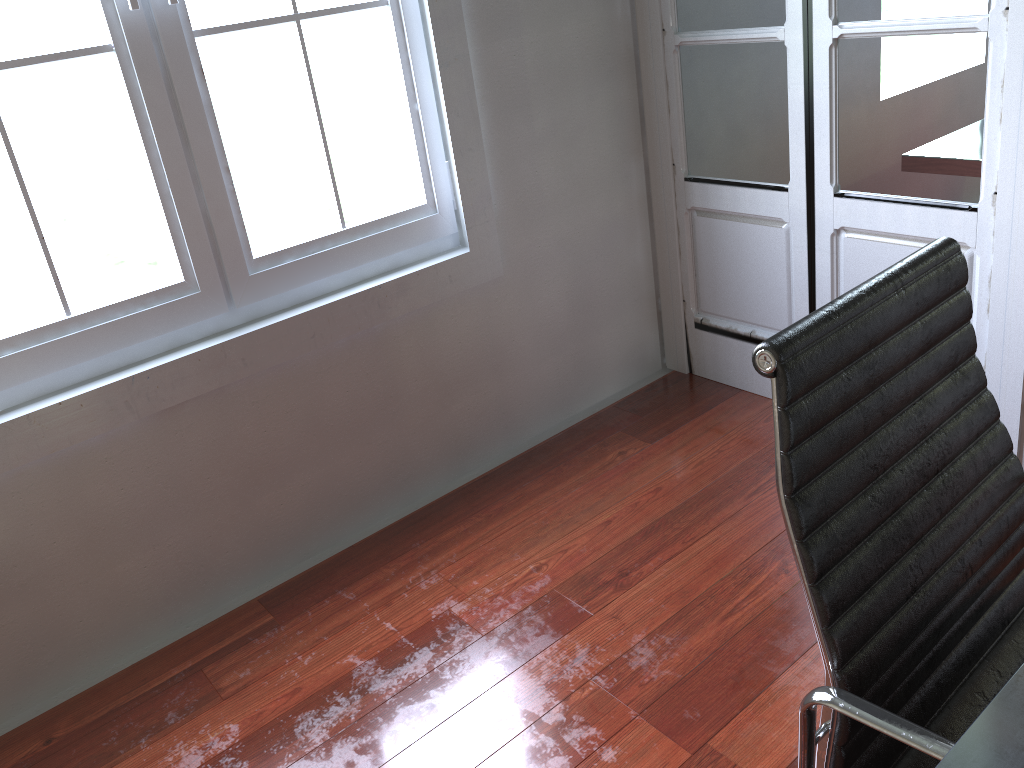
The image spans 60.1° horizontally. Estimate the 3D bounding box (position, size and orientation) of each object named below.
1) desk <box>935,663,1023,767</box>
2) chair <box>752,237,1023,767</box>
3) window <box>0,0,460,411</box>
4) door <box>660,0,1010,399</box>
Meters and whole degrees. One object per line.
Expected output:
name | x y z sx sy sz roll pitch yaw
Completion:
desk | 1.311 0.934 0.051 1.314 0.714 2.531 -25 29 -32
chair | 0.699 0.397 1.071 0.671 1.003 0.706 -22 27 -28
window | -0.859 -1.035 1.939 1.543 1.946 0.128 -25 27 -33
door | 0.824 -0.891 2.431 0.041 2.139 1.171 -24 27 -32
